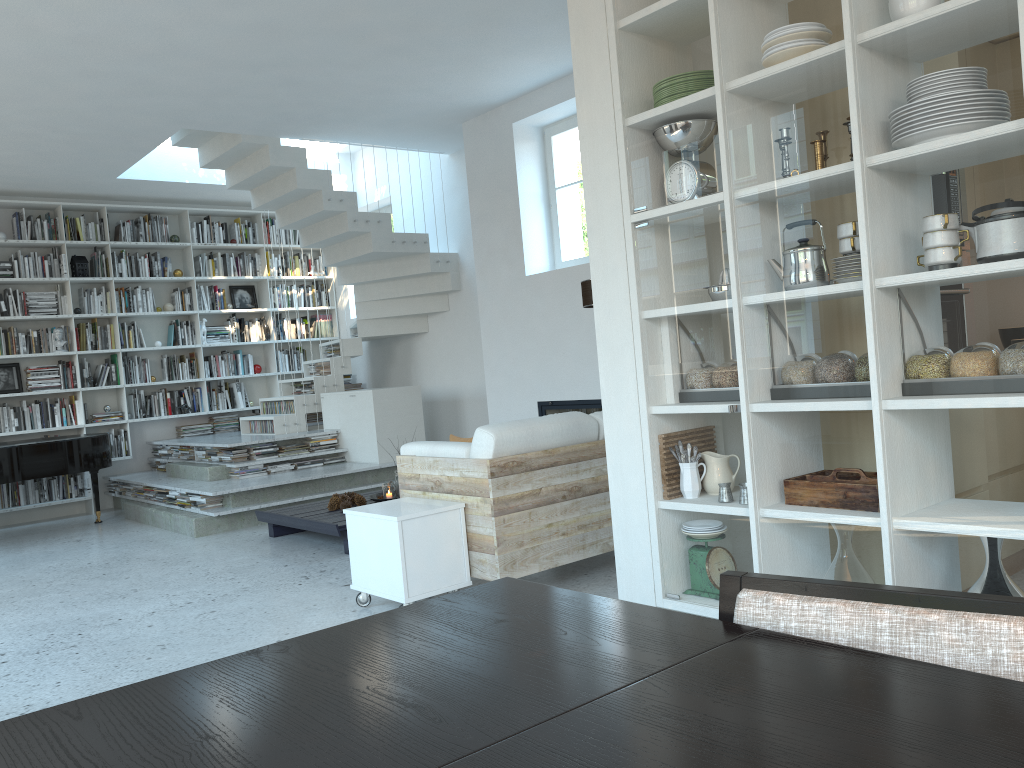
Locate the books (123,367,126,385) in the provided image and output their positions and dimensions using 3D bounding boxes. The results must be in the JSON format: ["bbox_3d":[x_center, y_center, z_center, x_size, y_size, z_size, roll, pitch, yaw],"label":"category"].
[{"bbox_3d":[-4.094,-0.083,9.309,0.015,0.188,0.168,-7,2,-39],"label":"books"}]

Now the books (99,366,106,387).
[{"bbox_3d":[-4.258,-0.074,9.175,0.090,0.212,0.143,-7,2,-39],"label":"books"}]

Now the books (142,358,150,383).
[{"bbox_3d":[-3.909,-0.139,9.460,0.014,0.261,0.142,-7,2,-39],"label":"books"}]

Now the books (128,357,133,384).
[{"bbox_3d":[-4.034,-0.137,9.342,0.005,0.284,0.159,-7,2,-39],"label":"books"}]

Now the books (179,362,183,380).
[{"bbox_3d":[-3.646,-0.160,9.691,0.030,0.244,0.135,-7,2,-39],"label":"books"}]

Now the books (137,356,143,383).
[{"bbox_3d":[-3.961,-0.146,9.428,0.006,0.285,0.159,-7,2,-39],"label":"books"}]

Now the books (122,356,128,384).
[{"bbox_3d":[-4.074,-0.139,9.321,0.018,0.295,0.177,-7,2,-39],"label":"books"}]

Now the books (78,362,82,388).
[{"bbox_3d":[-4.433,-0.084,9.038,0.024,0.263,0.154,-7,2,-39],"label":"books"}]

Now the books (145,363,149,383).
[{"bbox_3d":[-3.914,-0.112,9.448,0.014,0.207,0.180,-7,2,-39],"label":"books"}]

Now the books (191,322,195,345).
[{"bbox_3d":[-3.536,-0.544,9.759,0.011,0.253,0.169,-7,2,-39],"label":"books"}]

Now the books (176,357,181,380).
[{"bbox_3d":[-3.656,-0.162,9.645,0.018,0.251,0.184,-7,2,-39],"label":"books"}]

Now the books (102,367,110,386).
[{"bbox_3d":[-4.231,-0.073,9.193,0.091,0.205,0.169,-7,2,-39],"label":"books"}]

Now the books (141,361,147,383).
[{"bbox_3d":[-3.929,-0.126,9.441,0.015,0.238,0.176,-7,2,-39],"label":"books"}]

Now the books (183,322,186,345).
[{"bbox_3d":[-3.614,-0.540,9.708,0.015,0.259,0.152,-7,2,-39],"label":"books"}]

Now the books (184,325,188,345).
[{"bbox_3d":[-3.598,-0.524,9.712,0.012,0.224,0.178,-7,2,-39],"label":"books"}]

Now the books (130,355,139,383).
[{"bbox_3d":[-3.988,-0.148,9.378,0.014,0.297,0.175,-7,2,-39],"label":"books"}]

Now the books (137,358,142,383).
[{"bbox_3d":[-3.965,-0.136,9.403,0.012,0.267,0.183,-7,2,-39],"label":"books"}]

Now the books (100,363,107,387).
[{"bbox_3d":[-4.246,-0.090,9.182,0.094,0.238,0.149,-7,2,-39],"label":"books"}]

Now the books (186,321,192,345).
[{"bbox_3d":[-3.564,-0.552,9.732,0.012,0.273,0.184,-7,2,-39],"label":"books"}]

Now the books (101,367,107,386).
[{"bbox_3d":[-4.248,-0.077,9.193,0.090,0.215,0.139,-7,2,-39],"label":"books"}]

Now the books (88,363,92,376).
[{"bbox_3d":[-4.349,-0.086,9.109,0.035,0.248,0.141,-7,2,-39],"label":"books"}]

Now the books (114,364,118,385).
[{"bbox_3d":[-4.154,-0.095,9.250,0.021,0.226,0.148,-7,2,-39],"label":"books"}]

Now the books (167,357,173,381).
[{"bbox_3d":[-3.722,-0.161,9.617,0.015,0.262,0.149,-7,2,-39],"label":"books"}]

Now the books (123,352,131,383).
[{"bbox_3d":[-4.062,-0.164,9.352,0.007,0.342,0.149,-7,2,-39],"label":"books"}]

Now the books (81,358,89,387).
[{"bbox_3d":[-4.373,-0.112,9.077,0.013,0.307,0.141,-7,2,-39],"label":"books"}]

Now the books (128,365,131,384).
[{"bbox_3d":[-4.057,-0.095,9.341,0.013,0.204,0.154,-7,2,-39],"label":"books"}]

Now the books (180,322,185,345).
[{"bbox_3d":[-3.627,-0.540,9.697,0.018,0.263,0.165,-7,2,-39],"label":"books"}]

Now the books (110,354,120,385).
[{"bbox_3d":[-4.143,-0.146,9.258,0.014,0.325,0.183,-7,2,-39],"label":"books"}]

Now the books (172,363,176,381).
[{"bbox_3d":[-3.707,-0.136,9.652,0.031,0.208,0.122,-7,2,-39],"label":"books"}]

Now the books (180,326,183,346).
[{"bbox_3d":[-3.644,-0.522,9.702,0.007,0.230,0.146,-7,2,-39],"label":"books"}]

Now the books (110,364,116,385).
[{"bbox_3d":[-4.166,-0.092,9.226,0.029,0.223,0.171,-7,2,-39],"label":"books"}]

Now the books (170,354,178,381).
[{"bbox_3d":[-3.683,-0.177,9.656,0.007,0.285,0.159,-7,2,-39],"label":"books"}]

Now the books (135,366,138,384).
[{"bbox_3d":[-3.994,-0.092,9.373,0.013,0.186,0.184,-7,2,-39],"label":"books"}]

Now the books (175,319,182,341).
[{"bbox_3d":[-3.654,-0.554,9.693,0.013,0.295,0.154,-7,2,-39],"label":"books"}]

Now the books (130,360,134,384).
[{"bbox_3d":[-4.027,-0.120,9.351,0.013,0.249,0.165,-7,2,-39],"label":"books"}]

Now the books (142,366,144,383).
[{"bbox_3d":[-3.948,-0.094,9.435,0.013,0.179,0.140,-7,2,-39],"label":"books"}]

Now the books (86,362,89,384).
[{"bbox_3d":[-4.367,-0.092,9.093,0.012,0.266,0.157,-7,2,-39],"label":"books"}]

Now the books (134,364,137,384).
[{"bbox_3d":[-4.009,-0.107,9.368,0.013,0.218,0.160,-7,2,-39],"label":"books"}]

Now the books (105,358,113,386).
[{"bbox_3d":[-4.198,-0.121,9.227,0.013,0.286,0.138,-7,2,-39],"label":"books"}]

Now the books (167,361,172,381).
[{"bbox_3d":[-3.723,-0.137,9.597,0.015,0.216,0.177,-7,2,-39],"label":"books"}]

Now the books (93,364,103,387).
[{"bbox_3d":[-4.280,-0.080,9.131,0.095,0.228,0.190,-7,2,-39],"label":"books"}]

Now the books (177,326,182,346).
[{"bbox_3d":[-3.650,-0.515,9.674,0.013,0.219,0.187,-7,2,-39],"label":"books"}]

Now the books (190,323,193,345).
[{"bbox_3d":[-3.556,-0.539,9.765,0.013,0.245,0.158,-7,2,-39],"label":"books"}]

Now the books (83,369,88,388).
[{"bbox_3d":[-4.374,-0.054,9.055,0.027,0.192,0.182,-7,2,-39],"label":"books"}]

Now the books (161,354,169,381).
[{"bbox_3d":[-3.756,-0.171,9.607,0.016,0.290,0.131,-7,2,-39],"label":"books"}]

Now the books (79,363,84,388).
[{"bbox_3d":[-4.410,-0.081,9.052,0.028,0.253,0.142,-7,2,-39],"label":"books"}]

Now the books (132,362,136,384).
[{"bbox_3d":[-4.010,-0.110,9.350,0.011,0.226,0.188,-7,2,-39],"label":"books"}]

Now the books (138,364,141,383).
[{"bbox_3d":[-3.979,-0.103,9.405,0.013,0.203,0.167,-7,2,-39],"label":"books"}]

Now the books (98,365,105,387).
[{"bbox_3d":[-4.270,-0.080,9.171,0.095,0.226,0.144,-7,2,-39],"label":"books"}]

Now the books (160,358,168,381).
[{"bbox_3d":[-3.759,-0.151,9.587,0.019,0.252,0.130,-7,2,-39],"label":"books"}]

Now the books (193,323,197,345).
[{"bbox_3d":[-3.514,-0.543,9.785,0.010,0.246,0.158,-7,2,-39],"label":"books"}]

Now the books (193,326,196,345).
[{"bbox_3d":[-3.531,-0.525,9.783,0.023,0.212,0.164,-7,2,-39],"label":"books"}]

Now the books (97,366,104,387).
[{"bbox_3d":[-4.269,-0.072,9.145,0.089,0.210,0.176,-7,2,-39],"label":"books"}]

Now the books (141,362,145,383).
[{"bbox_3d":[-3.943,-0.117,9.441,0.008,0.223,0.134,-7,2,-39],"label":"books"}]

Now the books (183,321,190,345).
[{"bbox_3d":[-3.595,-0.550,9.735,0.032,0.275,0.154,-7,2,-39],"label":"books"}]

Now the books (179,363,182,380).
[{"bbox_3d":[-3.638,-0.129,9.657,0.018,0.182,0.182,-7,2,-39],"label":"books"}]

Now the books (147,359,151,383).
[{"bbox_3d":[-3.898,-0.136,9.469,0.013,0.251,0.172,-7,2,-39],"label":"books"}]

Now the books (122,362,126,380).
[{"bbox_3d":[-4.092,-0.109,9.324,0.011,0.239,0.136,-7,2,-39],"label":"books"}]

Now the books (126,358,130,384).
[{"bbox_3d":[-4.063,-0.133,9.328,0.006,0.281,0.155,-7,2,-39],"label":"books"}]

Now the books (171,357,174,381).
[{"bbox_3d":[-3.712,-0.160,9.624,0.008,0.259,0.158,-7,2,-39],"label":"books"}]
